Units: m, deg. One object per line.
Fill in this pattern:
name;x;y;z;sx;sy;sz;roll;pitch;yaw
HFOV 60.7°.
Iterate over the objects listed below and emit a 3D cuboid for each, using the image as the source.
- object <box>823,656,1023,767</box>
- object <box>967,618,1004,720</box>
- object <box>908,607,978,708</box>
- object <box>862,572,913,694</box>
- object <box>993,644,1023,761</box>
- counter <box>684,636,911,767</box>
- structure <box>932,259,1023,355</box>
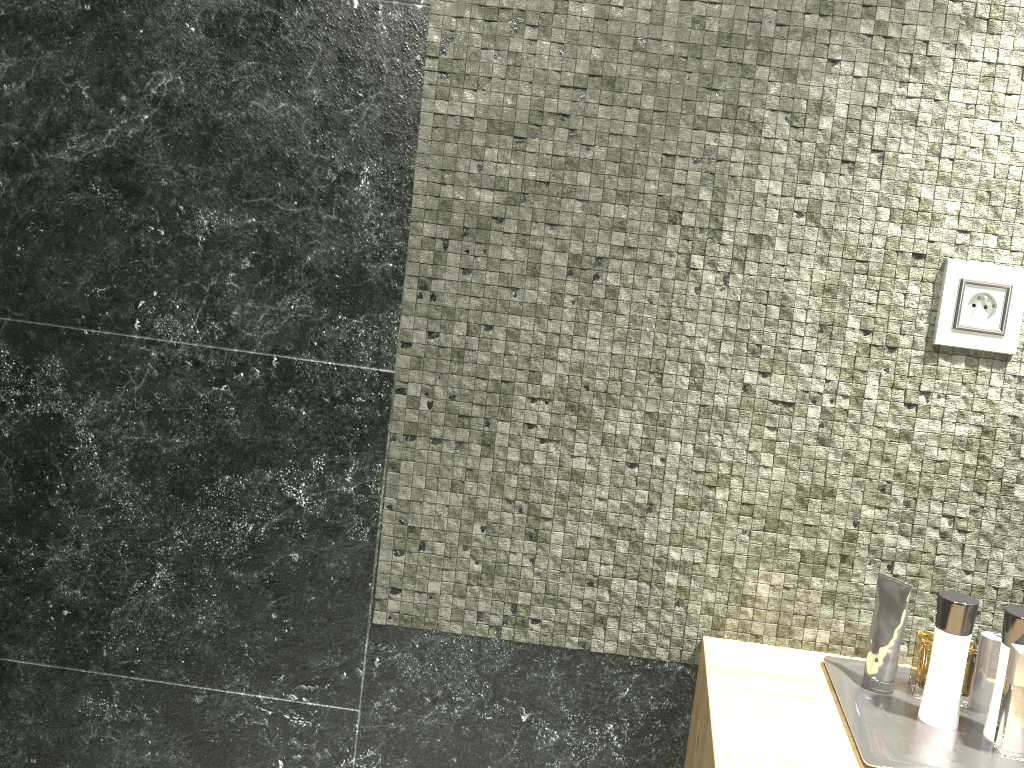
object;0.595;0.452;1.164;0.313;0.011;0.321;8;7;6
object;0.681;0.387;1.202;0.083;0.153;0.032;7;5;3
object;0.619;0.382;1.243;0.082;0.132;0.058;8;6;10
object;0.535;0.355;1.247;0.044;0.162;0.046;8;5;12
object;0.662;0.403;1.095;0.083;0.136;0.032;8;5;6
counter;0.870;0.713;1.055;1.318;1.049;0.649;8;6;3
structure;0.699;-0.115;1.300;0.123;0.128;0.017;7;5;1
